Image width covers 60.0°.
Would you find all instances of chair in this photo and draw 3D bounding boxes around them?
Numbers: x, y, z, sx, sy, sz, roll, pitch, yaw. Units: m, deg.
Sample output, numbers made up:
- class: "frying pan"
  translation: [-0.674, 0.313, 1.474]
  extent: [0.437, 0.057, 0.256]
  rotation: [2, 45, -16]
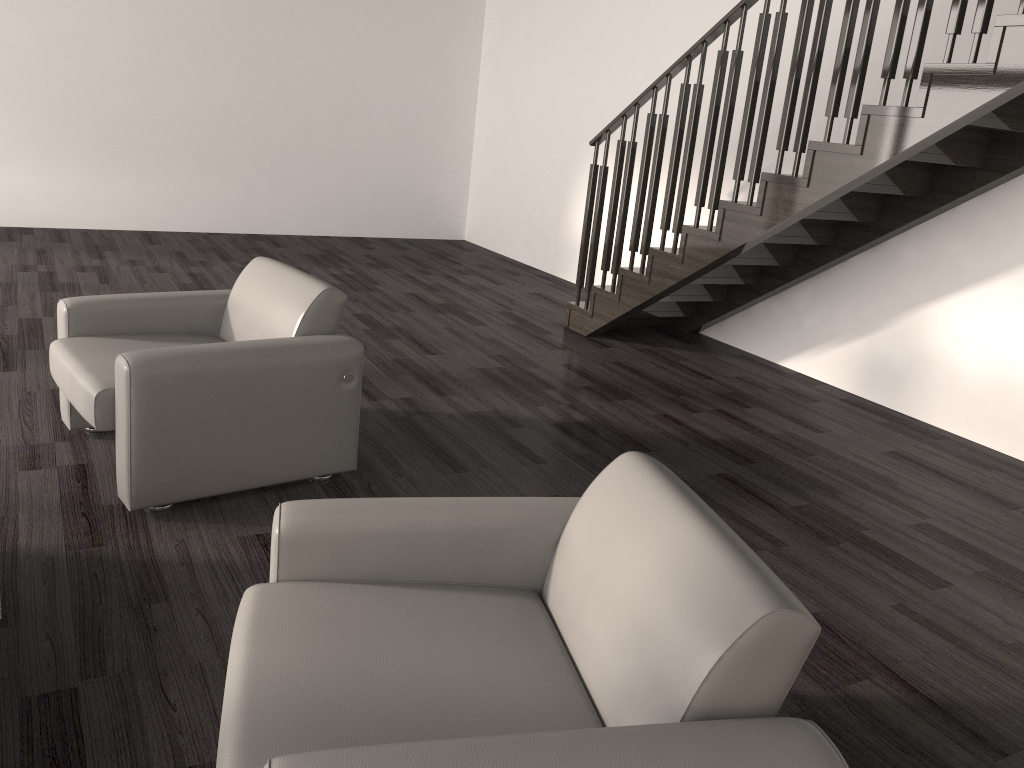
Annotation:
- class: "chair"
  translation: [-0.057, 0.564, 1.636]
  extent: [0.909, 0.710, 0.973]
  rotation: [2, 17, -14]
- class: "chair"
  translation: [-1.187, -0.075, 3.344]
  extent: [0.912, 0.710, 0.971]
  rotation: [-7, 21, -38]

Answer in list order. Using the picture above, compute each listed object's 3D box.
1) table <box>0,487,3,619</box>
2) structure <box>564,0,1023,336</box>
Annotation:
- class: "table"
  translation: [-1.683, 0.396, 2.233]
  extent: [0.681, 0.338, 0.404]
  rotation: [-3, 18, -29]
- class: "structure"
  translation: [2.502, -1.410, 3.255]
  extent: [1.001, 4.055, 6.401]
  rotation: [-2, 18, -29]
